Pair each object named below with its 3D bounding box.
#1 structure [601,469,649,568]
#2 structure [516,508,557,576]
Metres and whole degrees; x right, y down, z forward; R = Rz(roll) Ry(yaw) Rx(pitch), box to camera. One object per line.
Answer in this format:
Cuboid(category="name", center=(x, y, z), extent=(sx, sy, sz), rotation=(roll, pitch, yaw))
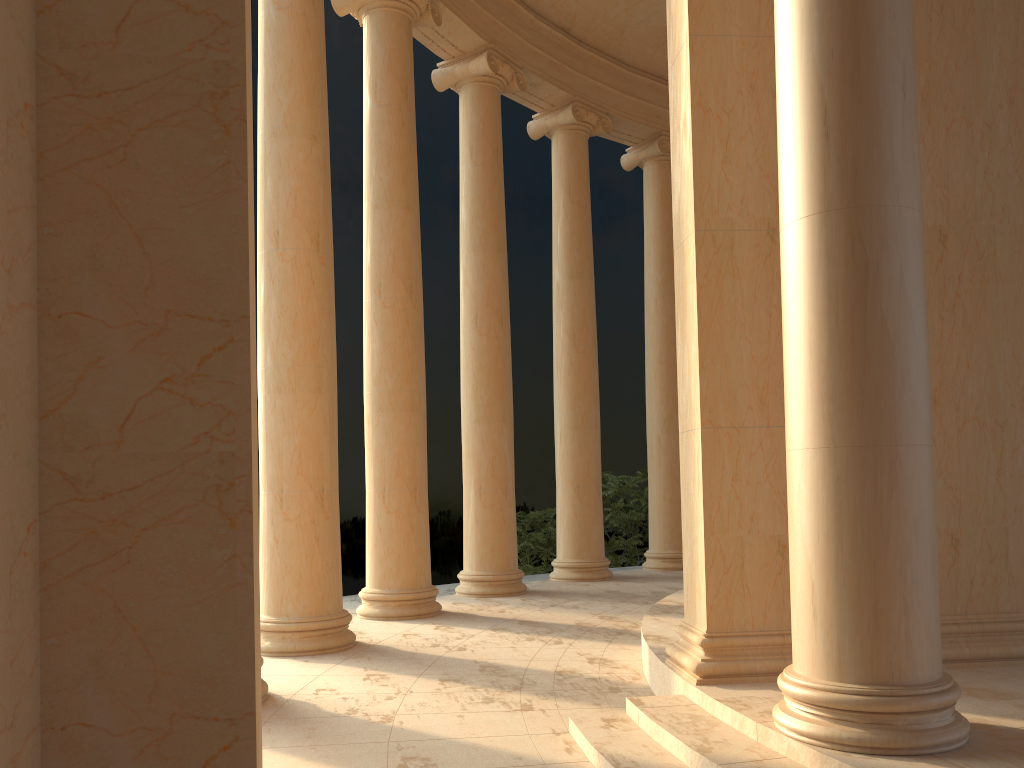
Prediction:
Cuboid(category="structure", center=(216.692, 300.508, 1605.556), extent=(247.124, 298.566, 238.576), rotation=(-1, -4, -3))
Cuboid(category="structure", center=(29.502, 307.280, 1516.646), extent=(149.264, 187.745, 156.221), rotation=(-2, -4, 7))
